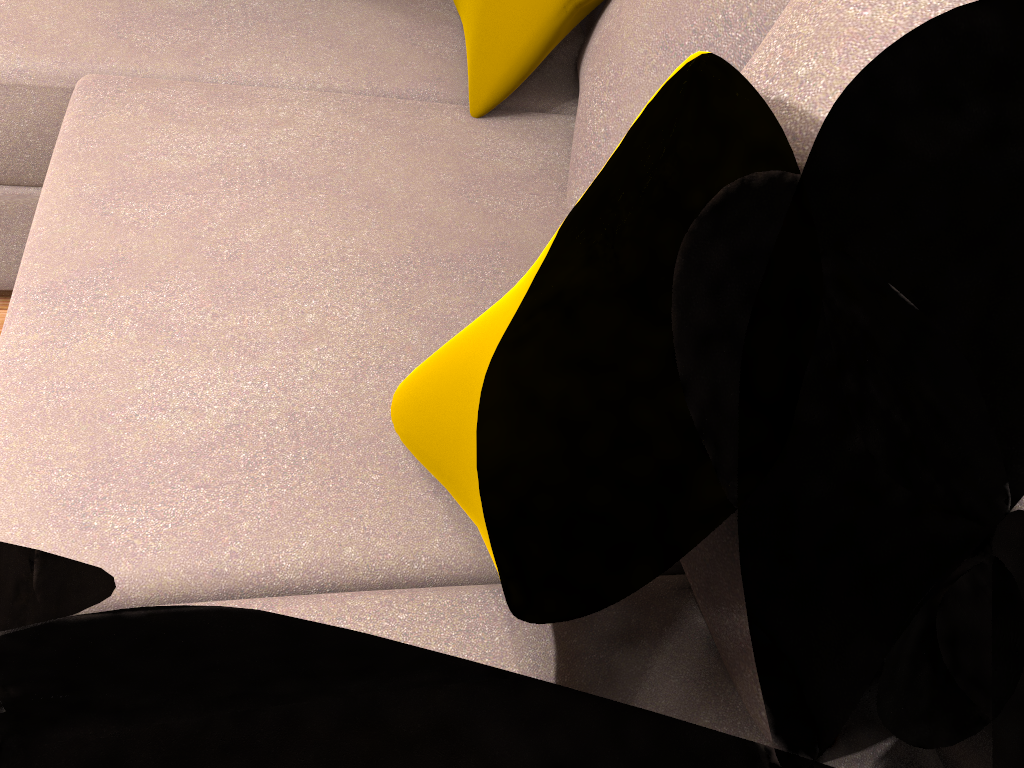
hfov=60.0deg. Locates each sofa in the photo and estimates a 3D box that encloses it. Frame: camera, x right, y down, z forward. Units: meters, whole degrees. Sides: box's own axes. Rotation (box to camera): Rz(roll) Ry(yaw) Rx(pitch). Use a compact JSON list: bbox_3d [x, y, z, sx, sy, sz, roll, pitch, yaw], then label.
[{"bbox_3d":[-0.369,-0.031,1.335,1.906,0.776,3.565,-1,47,-15],"label":"sofa"}]

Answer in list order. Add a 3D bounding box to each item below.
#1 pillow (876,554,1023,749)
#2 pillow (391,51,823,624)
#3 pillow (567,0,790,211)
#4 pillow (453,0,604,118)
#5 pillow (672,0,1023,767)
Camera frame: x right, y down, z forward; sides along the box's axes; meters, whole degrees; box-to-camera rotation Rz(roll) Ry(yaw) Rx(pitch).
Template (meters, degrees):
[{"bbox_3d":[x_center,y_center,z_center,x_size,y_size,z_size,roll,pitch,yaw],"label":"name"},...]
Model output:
[{"bbox_3d":[0.360,0.306,0.461,0.399,0.635,0.811,34,48,18],"label":"pillow"},{"bbox_3d":[0.164,0.056,0.814,0.382,0.492,0.658,-9,50,-22],"label":"pillow"},{"bbox_3d":[0.366,-0.637,1.520,0.431,0.576,0.787,11,45,-4],"label":"pillow"},{"bbox_3d":[0.084,-0.822,1.681,0.335,0.486,0.631,2,47,-13],"label":"pillow"},{"bbox_3d":[0.389,-0.100,0.982,0.459,0.590,0.783,-5,48,-19],"label":"pillow"}]
